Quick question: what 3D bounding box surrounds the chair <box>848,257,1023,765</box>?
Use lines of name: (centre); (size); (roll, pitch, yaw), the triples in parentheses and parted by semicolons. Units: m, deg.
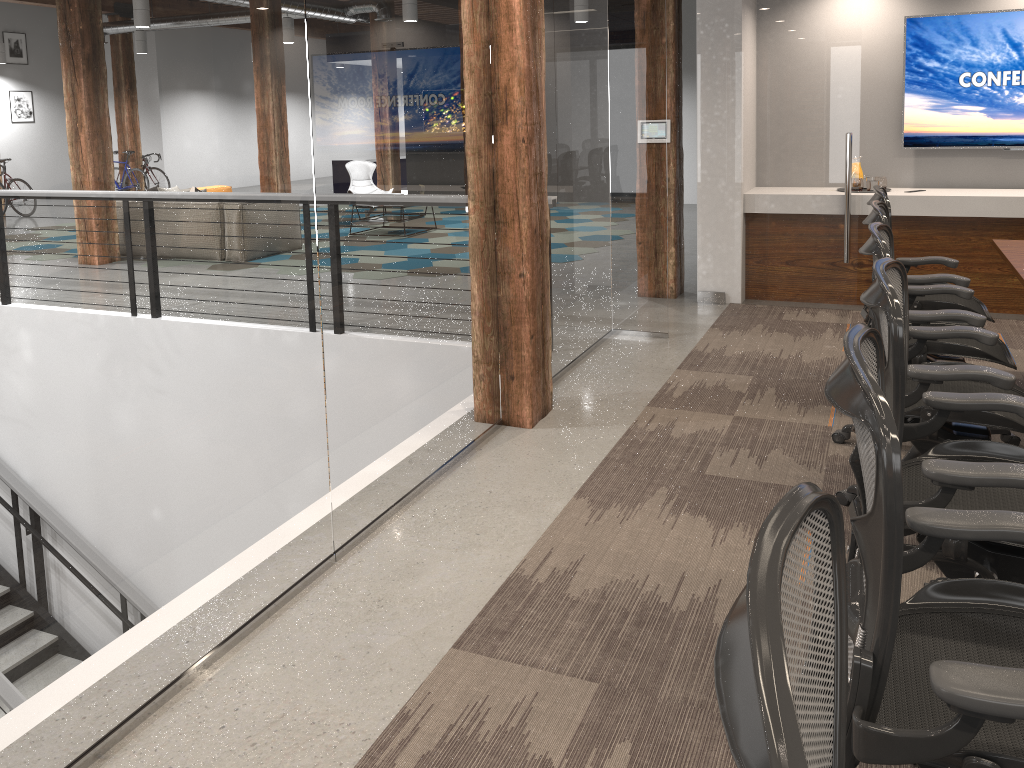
chair: (1.193, 0.237, 2.220); (0.792, 1.060, 0.795); (0, 10, 9)

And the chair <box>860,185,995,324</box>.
chair: (2.141, -0.454, 4.392); (0.766, 1.060, 0.822); (4, 12, 29)

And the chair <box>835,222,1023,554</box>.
chair: (1.516, 0.012, 2.927); (0.762, 1.060, 0.827); (1, 11, 16)

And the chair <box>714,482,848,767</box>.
chair: (0.484, 0.696, 0.783); (0.792, 1.060, 0.795); (-1, 10, 5)

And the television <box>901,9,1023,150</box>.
television: (3.908, -2.266, 6.378); (1.916, 1.077, 0.066); (5, 9, 23)

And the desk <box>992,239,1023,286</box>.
desk: (2.073, 0.522, 1.741); (1.408, 0.730, 6.245); (5, 18, 22)

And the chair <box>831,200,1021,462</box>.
chair: (1.796, -0.235, 3.707); (0.792, 1.060, 0.795); (0, 10, 7)

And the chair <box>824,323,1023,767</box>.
chair: (0.874, 0.477, 1.464); (0.761, 1.060, 0.828); (1, 11, 13)
